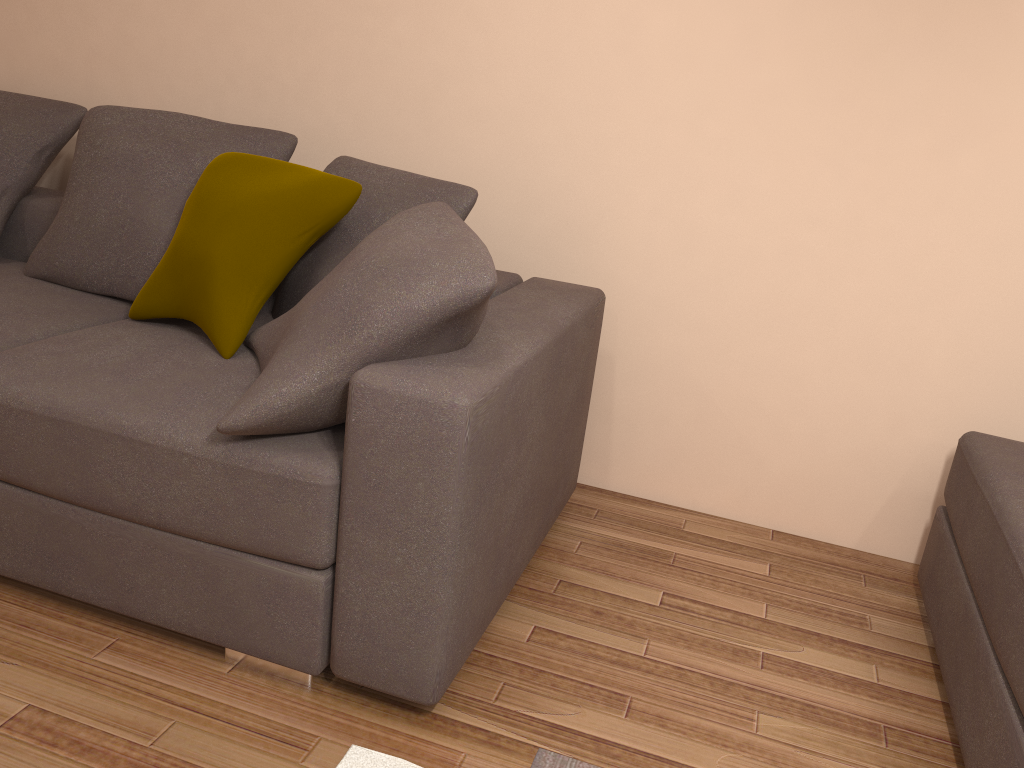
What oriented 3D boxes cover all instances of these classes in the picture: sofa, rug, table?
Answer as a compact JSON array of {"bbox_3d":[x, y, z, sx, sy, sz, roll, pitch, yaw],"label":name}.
[{"bbox_3d":[-1.711,-0.049,2.477,3.565,0.776,1.906,12,19,15],"label":"sofa"},{"bbox_3d":[1.632,0.944,0.742,1.906,0.776,3.565,12,19,15],"label":"sofa"},{"bbox_3d":[0.196,1.195,0.611,1.791,0.024,2.122,12,19,15],"label":"rug"},{"bbox_3d":[0.236,0.930,0.531,0.856,0.558,1.110,12,19,15],"label":"table"}]

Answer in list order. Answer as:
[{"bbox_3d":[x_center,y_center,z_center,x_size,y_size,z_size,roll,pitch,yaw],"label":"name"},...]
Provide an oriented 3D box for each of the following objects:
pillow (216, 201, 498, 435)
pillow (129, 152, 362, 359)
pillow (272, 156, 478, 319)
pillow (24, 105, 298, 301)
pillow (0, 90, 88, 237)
[{"bbox_3d":[-0.356,-0.173,2.065,0.560,0.470,0.749,3,18,-13],"label":"pillow"},{"bbox_3d":[-0.730,-0.359,2.424,0.658,0.492,0.382,22,23,37],"label":"pillow"},{"bbox_3d":[-0.481,-0.328,2.631,0.399,0.635,0.811,-4,21,-30],"label":"pillow"},{"bbox_3d":[-1.129,-0.557,2.818,0.783,0.590,0.459,14,19,19],"label":"pillow"},{"bbox_3d":[-1.920,-0.763,3.175,0.787,0.576,0.431,18,21,29],"label":"pillow"}]
